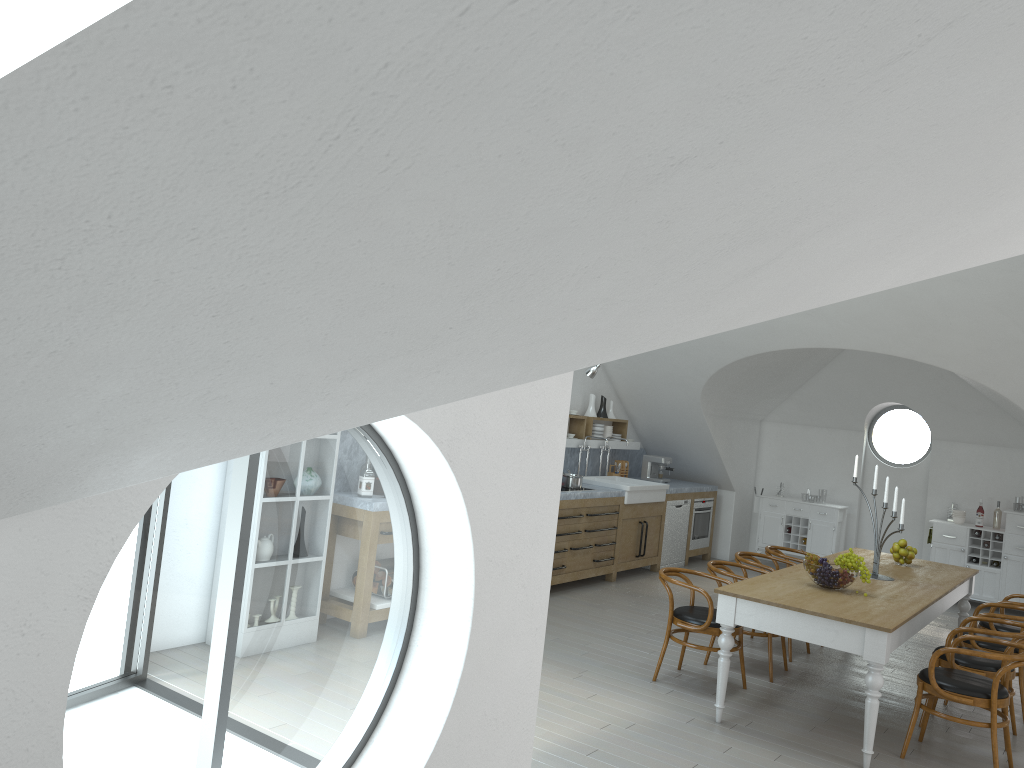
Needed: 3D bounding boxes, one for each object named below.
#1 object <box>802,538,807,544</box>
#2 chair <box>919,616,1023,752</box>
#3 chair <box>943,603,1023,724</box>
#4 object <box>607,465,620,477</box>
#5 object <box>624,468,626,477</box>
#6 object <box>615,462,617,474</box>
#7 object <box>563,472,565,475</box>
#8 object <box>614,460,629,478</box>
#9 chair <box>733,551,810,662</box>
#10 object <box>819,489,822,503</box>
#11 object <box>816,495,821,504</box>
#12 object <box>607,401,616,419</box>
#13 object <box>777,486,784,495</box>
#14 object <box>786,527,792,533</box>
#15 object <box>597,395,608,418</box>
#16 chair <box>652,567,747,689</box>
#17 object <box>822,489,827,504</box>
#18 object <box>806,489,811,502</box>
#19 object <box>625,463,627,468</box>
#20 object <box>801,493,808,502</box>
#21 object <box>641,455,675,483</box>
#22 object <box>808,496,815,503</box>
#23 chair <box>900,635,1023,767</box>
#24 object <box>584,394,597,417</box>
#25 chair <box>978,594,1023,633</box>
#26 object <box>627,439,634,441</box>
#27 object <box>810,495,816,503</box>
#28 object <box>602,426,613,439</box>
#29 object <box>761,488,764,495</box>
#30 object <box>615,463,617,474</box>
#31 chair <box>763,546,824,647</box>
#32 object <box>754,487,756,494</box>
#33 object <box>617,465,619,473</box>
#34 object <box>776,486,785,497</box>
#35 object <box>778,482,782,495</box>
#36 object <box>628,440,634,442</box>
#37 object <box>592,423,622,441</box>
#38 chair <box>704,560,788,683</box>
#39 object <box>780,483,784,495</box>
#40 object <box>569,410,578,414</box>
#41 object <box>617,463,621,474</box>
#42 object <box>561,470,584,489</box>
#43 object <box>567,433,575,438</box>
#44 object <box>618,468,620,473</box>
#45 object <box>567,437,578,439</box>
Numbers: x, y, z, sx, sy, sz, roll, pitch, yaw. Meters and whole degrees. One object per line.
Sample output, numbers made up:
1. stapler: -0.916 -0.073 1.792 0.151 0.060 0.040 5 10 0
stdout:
1. object: 3.744 1.995 11.272 0.082 0.083 0.316 5 -1 35
2. chair: 3.027 1.885 5.713 0.622 0.736 0.526 5 -2 35
3. chair: 3.456 1.941 6.297 0.622 0.736 0.526 5 -2 30
4. object: 1.241 1.073 10.856 0.100 0.171 0.172 5 -2 37
5. object: 1.412 1.080 11.066 0.018 0.196 0.020 8 -3 -32
6. object: 1.272 1.059 10.896 0.040 0.192 0.042 7 -3 -17
7. object: 0.570 0.964 9.163 0.236 0.167 0.051 6 -2 30
8. object: 1.362 1.063 11.045 0.104 0.223 0.200 5 -2 35
9. chair: 2.116 1.807 7.309 0.622 0.736 0.526 5 -2 38
10. object: 3.943 1.438 11.333 0.054 0.179 0.054 6 -2 12
11. object: 3.895 1.472 11.277 0.071 0.099 0.071 8 -2 -32
12. object: 1.209 0.312 10.828 0.156 0.219 0.155 6 -2 17
13. object: 3.557 1.406 11.730 0.097 0.137 0.029 5 -3 38
14. object: 3.572 1.874 11.361 0.082 0.085 0.316 5 -2 36
15. object: 1.091 0.271 10.640 0.156 0.268 0.156 5 -3 40
16. chair: 1.287 1.697 6.125 0.622 0.736 0.526 5 -2 35
17. object: 3.972 1.436 11.276 0.063 0.187 0.063 5 -3 20
18. object: 3.799 1.427 11.357 0.048 0.169 0.048 5 -3 23
19. object: 1.412 1.077 11.050 0.040 0.192 0.042 7 -2 -5
20. object: 3.729 1.451 11.308 0.081 0.105 0.082 8 -3 -42
21. object: 1.886 1.082 11.237 0.387 0.321 0.323 5 -2 35
22. object: 3.813 1.470 11.292 0.077 0.085 0.077 6 -2 23
23. chair: 2.645 1.833 5.097 0.622 0.736 0.526 5 -2 39
24. object: 0.938 0.251 10.428 0.156 0.268 0.156 5 -2 24
25. chair: 3.924 2.001 6.846 0.622 0.736 0.526 5 -2 38
26. object: 1.439 0.706 11.173 0.213 0.025 0.213 6 -1 23
27. object: 3.869 1.473 11.365 0.094 0.093 0.093 6 -2 23
28. object: 1.137 0.581 10.672 0.157 0.160 0.154 7 -2 -27
29. object: 3.259 1.493 11.620 0.029 0.269 0.088 8 -3 -28
30. object: 1.275 1.062 10.869 0.019 0.196 0.022 5 -3 23
31. chair: 2.537 1.863 7.893 0.622 0.736 0.526 5 -2 32
32. object: 3.215 1.488 11.652 0.088 0.269 0.029 6 -3 9
33. object: 1.296 1.065 10.878 0.023 0.196 0.018 5 -3 30
34. object: 3.550 1.425 11.723 0.101 0.138 0.066 5 -3 35
35. object: 3.548 1.389 11.735 0.039 0.175 0.054 5 -3 35
36. object: 1.438 0.715 11.173 0.213 0.025 0.213 6 -1 23
37. object: 1.117 0.581 10.685 0.198 0.196 0.655 5 -1 35
38. chair: 1.749 1.757 6.681 0.622 0.736 0.526 5 -2 32
39. object: 3.566 1.393 11.704 0.024 0.164 0.039 9 -3 -42
40. object: 0.702 0.326 10.108 0.098 0.049 0.098 6 -1 33
41. object: 1.312 1.063 10.868 0.040 0.192 0.042 7 -3 -18
42. object: 0.639 0.999 9.208 0.232 0.170 0.394 6 -1 15
43. object: 0.669 0.592 10.091 0.098 0.049 0.098 6 -1 33
44. object: 1.311 1.076 10.881 0.044 0.179 0.019 5 -3 20
45. object: 0.666 0.616 10.090 0.163 0.012 0.164 7 -1 -37
